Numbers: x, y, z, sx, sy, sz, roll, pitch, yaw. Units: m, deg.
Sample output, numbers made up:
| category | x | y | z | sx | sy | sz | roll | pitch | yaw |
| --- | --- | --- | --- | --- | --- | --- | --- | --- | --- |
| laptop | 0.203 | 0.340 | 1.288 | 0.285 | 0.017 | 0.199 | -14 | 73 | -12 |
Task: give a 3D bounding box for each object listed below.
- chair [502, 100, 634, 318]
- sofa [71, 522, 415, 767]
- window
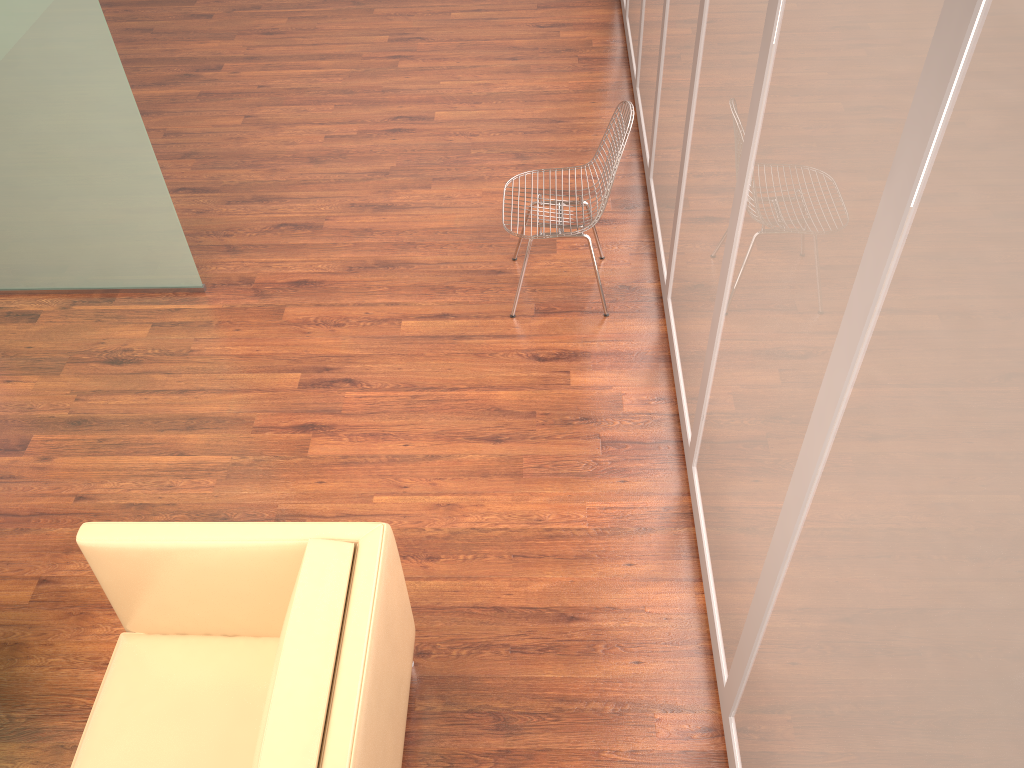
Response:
| category | x | y | z | sx | sy | sz | roll | pitch | yaw |
| --- | --- | --- | --- | --- | --- | --- | --- | --- | --- |
| chair | 0.238 | -0.807 | 3.992 | 0.561 | 0.944 | 0.517 | 0 | 46 | 2 |
| sofa | -0.779 | 1.263 | 2.140 | 0.879 | 0.879 | 1.716 | 0 | 47 | 2 |
| window | 0.658 | -1.545 | 2.913 | 0.062 | 3.441 | 8.155 | 0 | 47 | 2 |
